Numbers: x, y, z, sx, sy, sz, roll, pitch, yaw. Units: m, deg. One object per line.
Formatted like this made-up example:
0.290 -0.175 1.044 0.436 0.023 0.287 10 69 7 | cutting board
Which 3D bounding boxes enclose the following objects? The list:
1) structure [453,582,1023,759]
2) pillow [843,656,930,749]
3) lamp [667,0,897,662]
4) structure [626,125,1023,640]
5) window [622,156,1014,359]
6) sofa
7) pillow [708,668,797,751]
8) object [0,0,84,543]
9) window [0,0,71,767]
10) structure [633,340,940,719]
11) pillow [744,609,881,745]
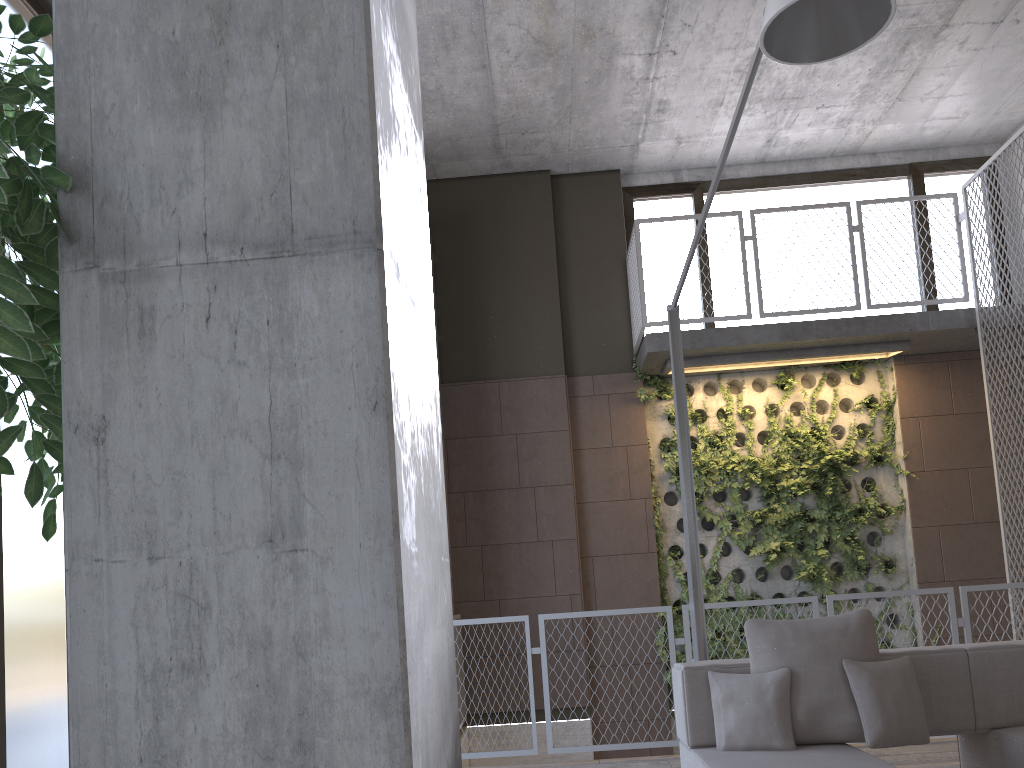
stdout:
1.706 2.144 6.844 4.429 0.917 1.970 -4 -12 2 | structure
1.560 1.313 3.629 0.376 0.366 0.172 0 -8 -24 | pillow
1.137 0.331 4.007 0.755 3.362 2.683 -3 -8 -11 | lamp
3.004 0.492 6.841 3.685 4.239 3.094 -4 -8 2 | structure
2.893 -1.166 8.400 3.567 1.722 0.111 -4 -5 2 | window
2.209 1.246 2.633 2.998 0.770 3.080 -4 -13 2 | sofa
1.014 1.397 3.720 0.373 0.370 0.152 -10 -9 35 | pillow
-0.924 0.249 1.253 1.000 1.831 0.985 0 -8 -32 | object
-2.227 -0.136 3.058 0.209 4.078 9.416 -4 -12 0 | window
2.504 1.356 7.928 2.629 3.755 1.020 -4 -6 2 | structure
1.300 1.257 3.751 0.564 0.548 0.225 -5 -6 4 | pillow
